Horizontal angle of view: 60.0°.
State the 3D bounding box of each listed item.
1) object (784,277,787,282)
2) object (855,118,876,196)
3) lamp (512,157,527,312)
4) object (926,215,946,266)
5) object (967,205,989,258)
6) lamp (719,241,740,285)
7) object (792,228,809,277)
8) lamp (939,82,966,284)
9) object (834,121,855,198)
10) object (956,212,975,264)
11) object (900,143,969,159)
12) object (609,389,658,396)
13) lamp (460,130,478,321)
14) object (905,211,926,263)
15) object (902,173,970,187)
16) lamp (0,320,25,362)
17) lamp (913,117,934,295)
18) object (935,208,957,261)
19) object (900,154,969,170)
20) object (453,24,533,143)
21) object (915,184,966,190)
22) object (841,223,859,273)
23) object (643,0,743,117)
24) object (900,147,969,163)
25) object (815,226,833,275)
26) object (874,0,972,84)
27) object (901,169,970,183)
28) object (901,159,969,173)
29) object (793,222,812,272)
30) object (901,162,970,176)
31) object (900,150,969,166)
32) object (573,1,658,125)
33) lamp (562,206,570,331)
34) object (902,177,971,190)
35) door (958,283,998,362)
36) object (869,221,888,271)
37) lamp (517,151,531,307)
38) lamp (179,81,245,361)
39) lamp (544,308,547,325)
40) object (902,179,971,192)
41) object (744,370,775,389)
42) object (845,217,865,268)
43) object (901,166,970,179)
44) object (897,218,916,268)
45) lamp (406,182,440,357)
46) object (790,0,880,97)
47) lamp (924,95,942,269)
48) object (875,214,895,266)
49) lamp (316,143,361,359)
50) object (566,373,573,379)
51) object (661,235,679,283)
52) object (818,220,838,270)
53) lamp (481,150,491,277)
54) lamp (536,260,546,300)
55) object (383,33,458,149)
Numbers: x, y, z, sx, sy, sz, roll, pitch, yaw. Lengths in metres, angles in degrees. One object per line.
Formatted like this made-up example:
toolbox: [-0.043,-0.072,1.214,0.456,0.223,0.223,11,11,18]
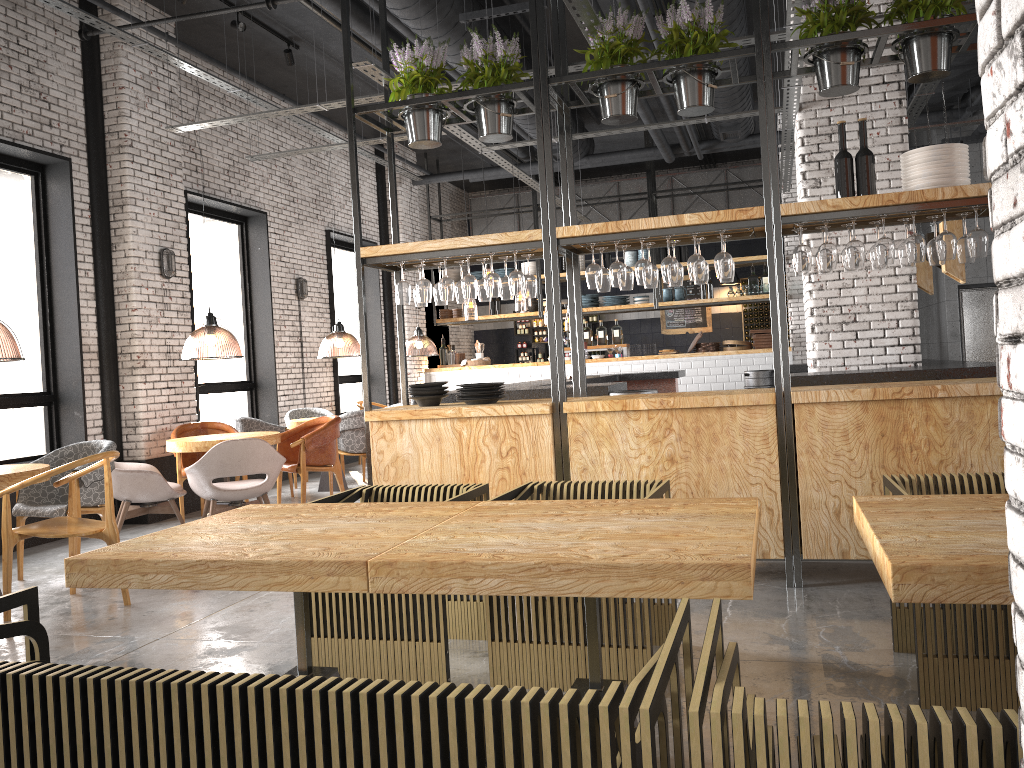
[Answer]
object: [5.105,-1.948,16.535,0.079,0.079,0.284,-3,1,17]
object: [1.936,-1.219,4.866,0.098,0.471,0.098,-3,0,-21]
lamp: [0.044,-1.416,8.377,0.108,1.461,0.108,-3,0,-12]
object: [2.328,-0.786,4.868,0.101,0.267,0.101,-3,0,-20]
object: [2.388,-0.784,4.552,0.101,0.267,0.101,-3,0,-20]
lamp: [4.098,-2.358,16.782,0.390,0.937,0.390,-3,0,19]
object: [1.650,-0.751,5.069,0.101,0.267,0.101,-3,0,-37]
lamp: [3.103,-1.481,6.312,0.127,1.547,0.127,-3,0,16]
object: [1.833,-1.214,4.897,0.098,0.471,0.098,-3,0,-21]
object: [2.469,-0.794,4.826,0.101,0.267,0.101,-3,0,-20]
object: [2.269,-1.233,4.768,0.335,0.039,0.334,-4,1,-10]
object: [0.911,0.566,6.500,0.398,1.035,0.399,-3,0,-38]
lamp: [-0.379,-1.323,7.340,0.108,1.599,0.108,-3,0,-42]
object: [2.106,-0.769,4.635,0.101,0.267,0.101,-3,0,-20]
object: [2.277,-1.081,4.767,0.335,0.040,0.334,-4,1,-20]
lamp: [-3.323,-1.333,5.368,0.537,2.406,0.536,-3,0,-32]
lamp: [3.470,-1.526,7.560,0.127,1.547,0.127,-3,0,16]
object: [2.247,-0.777,4.594,0.101,0.267,0.101,-3,0,-20]
object: [2.272,-1.175,4.769,0.335,0.041,0.334,-4,1,-14]
object: [-0.118,-1.802,5.511,0.467,0.559,0.416,-3,0,-7]
object: [2.281,-1.023,4.768,0.334,0.033,0.335,-3,1,25]
object: [1.905,-0.764,4.993,0.101,0.267,0.101,-3,0,-20]
object: [1.050,-1.863,5.163,0.467,0.559,0.416,-3,0,-16]
object: [2.270,-1.213,4.768,0.335,0.039,0.335,-3,1,-9]
object: [1.772,-0.757,5.032,0.101,0.267,0.101,-3,0,-37]
object: [2.221,-1.923,4.750,0.467,0.559,0.416,-3,0,10]
object: [2.277,-1.101,4.768,0.335,0.039,0.334,-4,1,-17]
object: [2.273,-1.155,4.768,0.334,0.043,0.335,-3,1,0]
object: [1.569,-0.741,4.794,0.101,0.267,0.101,-3,0,-37]
object: [2.274,-1.136,4.768,0.334,0.039,0.335,-3,1,24]
object: [2.271,-1.194,4.769,0.335,0.044,0.334,-4,1,-13]
object: [0.624,-1.840,5.258,0.416,0.559,0.467,-4,0,-35]
lamp: [0.660,-1.451,10.867,0.108,1.599,0.108,-3,0,-42]
object: [2.279,-1.062,4.767,0.335,0.037,0.334,-4,1,-17]
door: [7.288,-0.467,13.264,1.119,2.103,0.158,-3,0,16]
object: [2.046,-0.772,4.951,0.101,0.267,0.101,-3,0,-20]
lamp: [0.100,-1.582,9.006,0.108,1.599,0.108,-3,0,-42]
lamp: [-2.654,-1.415,7.640,0.537,2.406,0.536,-3,0,-32]
lamp: [0.363,-1.440,9.659,0.108,1.599,0.108,-3,0,-2]
object: [2.280,-1.043,4.769,0.335,0.046,0.334,-3,1,-3]
object: [3.170,0.343,11.276,0.398,1.035,0.399,-3,0,-38]
object: [1.824,-0.754,4.719,0.101,0.267,0.101,-3,0,-20]
object: [2.275,-1.120,4.767,0.334,0.040,0.335,-2,1,39]
object: [2.187,-0.779,4.910,0.101,0.267,0.101,-3,0,-20]
lamp: [-1.330,-1.578,12.135,0.537,2.406,0.536,-3,0,-32]
object: [1.800,-1.902,4.929,0.467,0.559,0.416,-3,0,25]
lamp: [3.282,-1.580,6.936,0.127,1.395,0.127,-3,0,16]
object: [1.965,-0.762,4.677,0.101,0.267,0.101,-3,0,-20]
lamp: [-1.984,-1.498,9.912,0.537,2.406,0.536,-3,0,-32]
object: [0.671,-0.103,10.053,0.091,0.091,0.177,-3,1,-9]
object: [0.886,-0.705,4.996,0.101,0.267,0.101,-3,0,31]
object: [1.691,-0.747,4.758,0.101,0.267,0.101,-3,0,-37]
lamp: [-0.244,-1.640,7.858,0.108,1.599,0.108,-3,0,-42]
lamp: [0.617,-2.176,17.846,0.390,0.937,0.390,-3,0,19]
object: [-0.565,-1.777,5.558,0.416,0.559,0.467,-4,0,-33]
